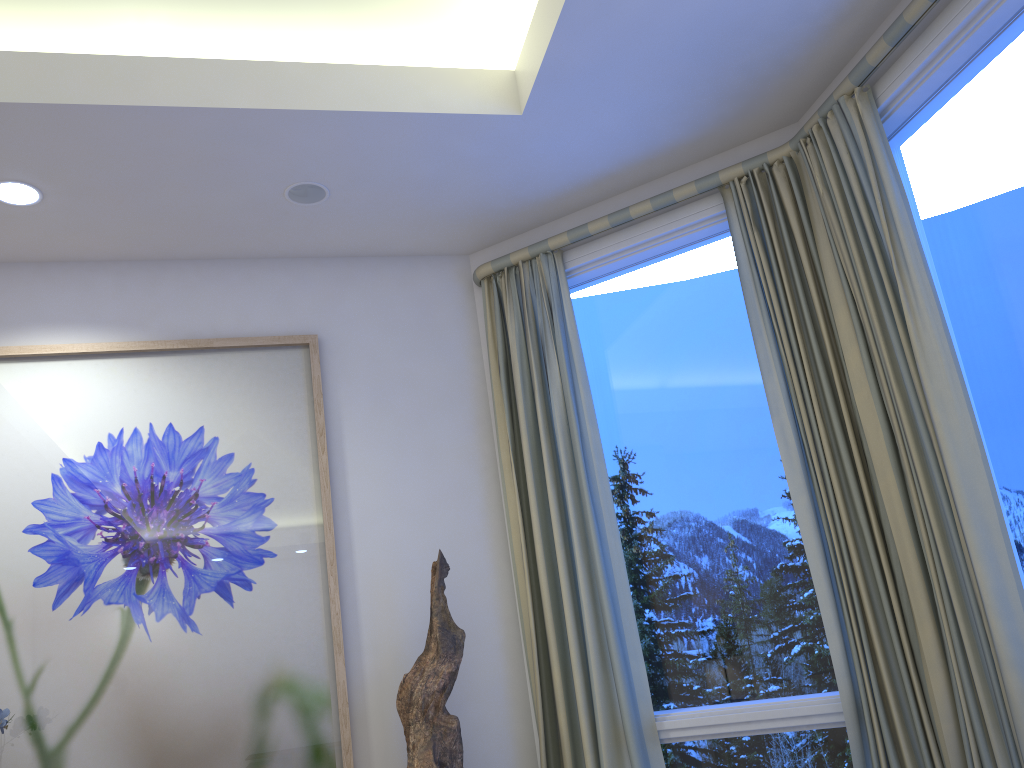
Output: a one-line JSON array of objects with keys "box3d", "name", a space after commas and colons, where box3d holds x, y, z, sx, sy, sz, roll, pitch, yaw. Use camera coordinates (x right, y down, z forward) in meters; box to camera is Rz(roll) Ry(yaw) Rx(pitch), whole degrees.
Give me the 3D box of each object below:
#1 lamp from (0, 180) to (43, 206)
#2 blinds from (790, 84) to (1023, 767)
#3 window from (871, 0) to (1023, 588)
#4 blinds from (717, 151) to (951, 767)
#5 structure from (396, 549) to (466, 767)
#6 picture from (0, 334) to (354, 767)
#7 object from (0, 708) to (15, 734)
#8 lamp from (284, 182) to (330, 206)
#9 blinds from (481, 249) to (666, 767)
[{"box3d": [-1.420, -0.540, 2.536, 0.137, 0.014, 0.139, 8, -24, -41], "name": "lamp"}, {"box3d": [0.978, 0.369, 2.163, 0.266, 2.335, 0.532, -2, -17, -22], "name": "blinds"}, {"box3d": [1.322, -0.039, 1.609, 0.206, 1.999, 1.536, -4, -17, -15], "name": "window"}, {"box3d": [0.891, 0.434, 2.326, 0.527, 2.338, 0.272, -16, -18, 27], "name": "blinds"}, {"box3d": [-0.170, 1.170, 2.545, 0.305, 1.374, 0.268, -4, -16, -14], "name": "structure"}, {"box3d": [-1.380, 0.567, 2.637, 1.679, 1.440, 0.030, -3, -16, -15], "name": "picture"}, {"box3d": [-1.441, 1.109, 2.314, 0.305, 0.497, 0.219, -4, -17, -15], "name": "object"}, {"box3d": [-0.634, -0.583, 2.742, 0.137, 0.014, 0.139, 8, -24, -41], "name": "lamp"}, {"box3d": [0.122, 0.669, 2.717, 0.646, 2.342, 0.297, -16, -17, 25], "name": "blinds"}]
